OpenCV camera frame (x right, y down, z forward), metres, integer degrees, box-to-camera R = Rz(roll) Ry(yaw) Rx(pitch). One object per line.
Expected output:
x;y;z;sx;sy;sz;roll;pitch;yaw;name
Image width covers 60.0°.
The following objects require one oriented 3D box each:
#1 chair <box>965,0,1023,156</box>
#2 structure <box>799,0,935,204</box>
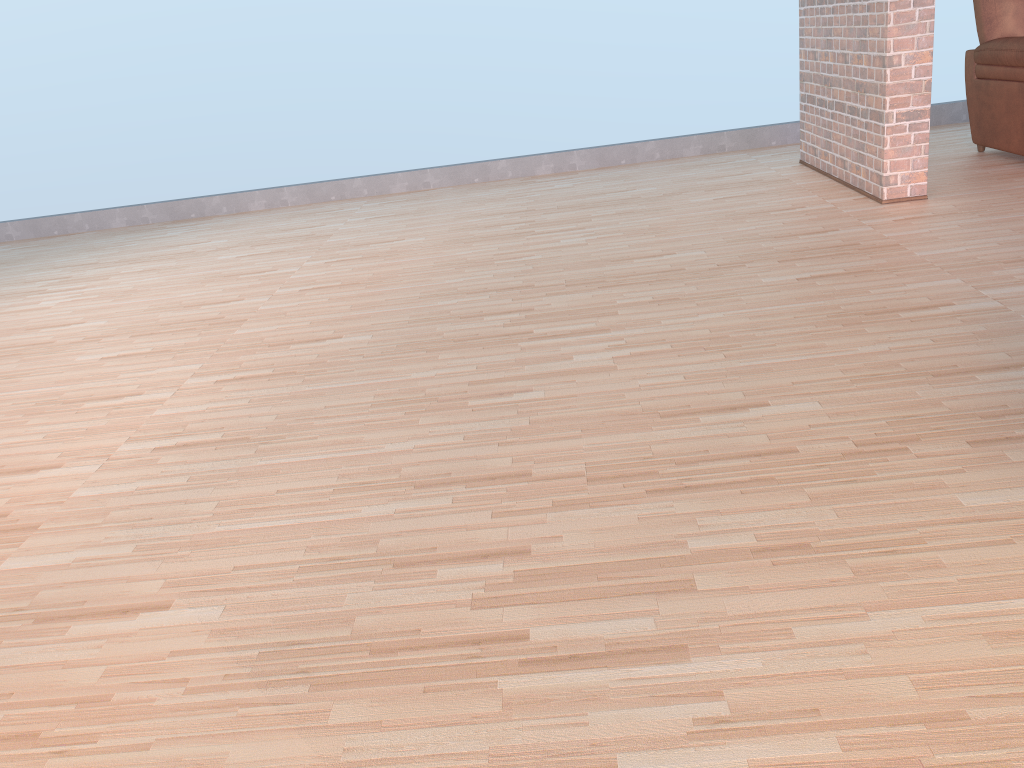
2.950;-1.666;4.495;0.970;0.879;0.936;-6;21;3;chair
1.787;-1.600;4.605;0.211;1.057;1.422;-6;21;4;structure
